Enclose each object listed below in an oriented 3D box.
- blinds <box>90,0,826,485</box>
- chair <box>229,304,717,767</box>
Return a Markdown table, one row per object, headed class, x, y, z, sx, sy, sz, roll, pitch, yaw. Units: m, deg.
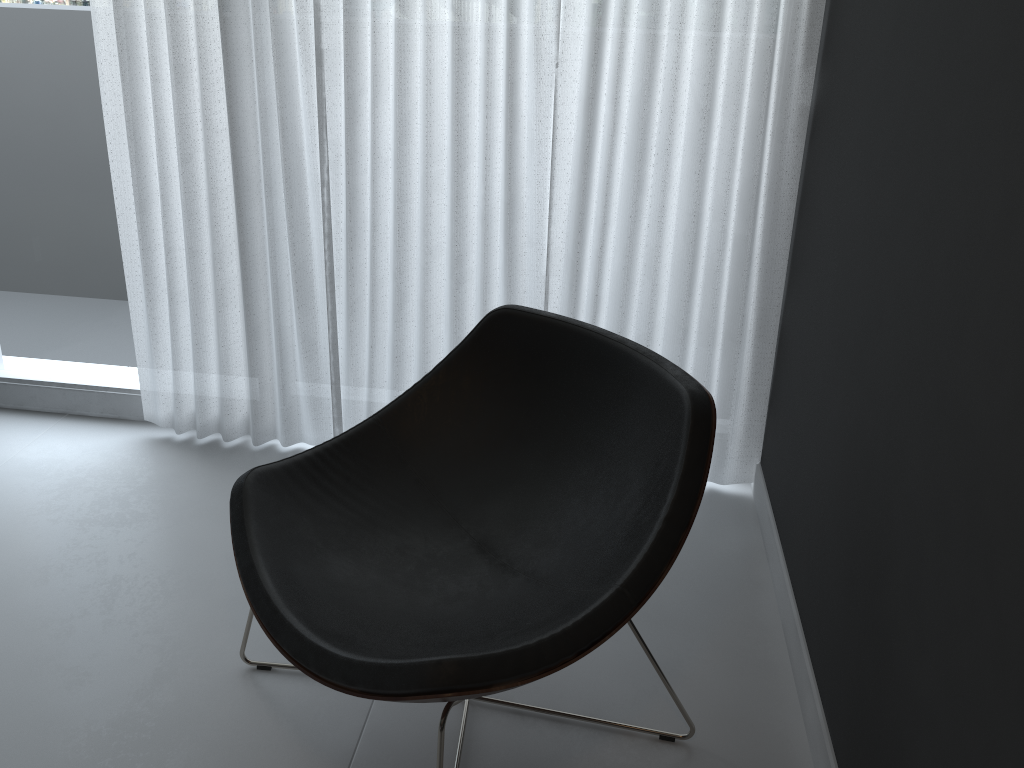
| class | x | y | z | sx | sy | sz | roll | pitch | yaw |
| --- | --- | --- | --- | --- | --- | --- | --- | --- | --- |
| blinds | -0.175 | -0.998 | 2.156 | 1.854 | 2.620 | 0.140 | 5 | 21 | 6 |
| chair | -0.079 | 0.308 | 1.685 | 0.823 | 0.671 | 0.805 | -17 | 30 | -37 |
